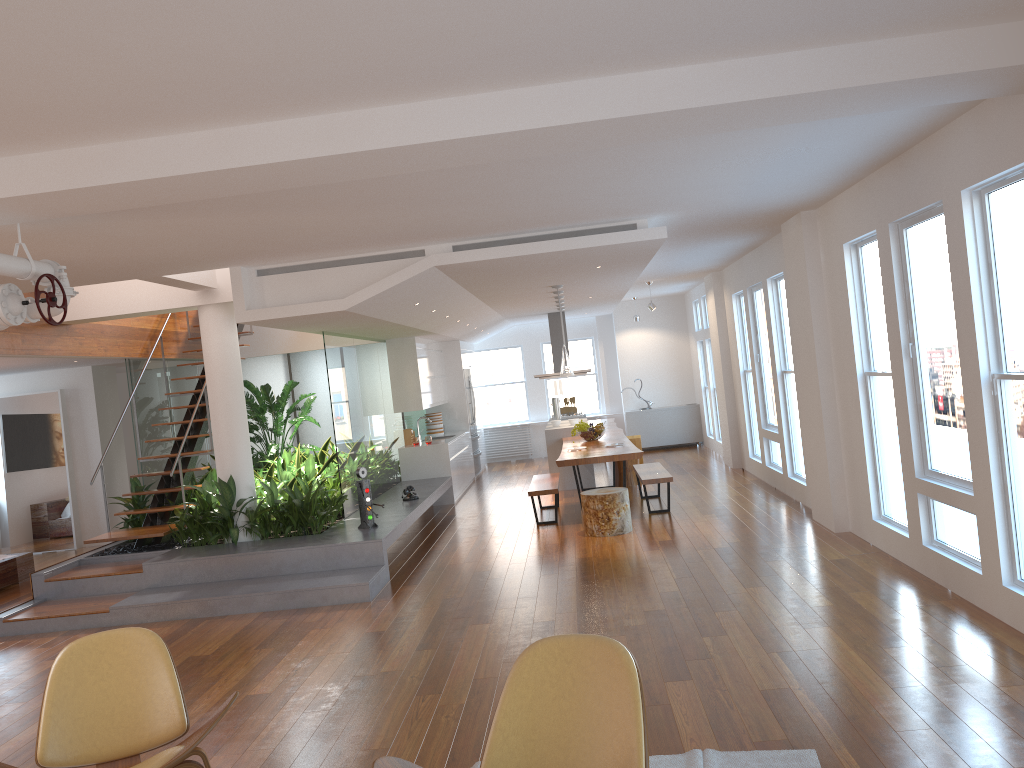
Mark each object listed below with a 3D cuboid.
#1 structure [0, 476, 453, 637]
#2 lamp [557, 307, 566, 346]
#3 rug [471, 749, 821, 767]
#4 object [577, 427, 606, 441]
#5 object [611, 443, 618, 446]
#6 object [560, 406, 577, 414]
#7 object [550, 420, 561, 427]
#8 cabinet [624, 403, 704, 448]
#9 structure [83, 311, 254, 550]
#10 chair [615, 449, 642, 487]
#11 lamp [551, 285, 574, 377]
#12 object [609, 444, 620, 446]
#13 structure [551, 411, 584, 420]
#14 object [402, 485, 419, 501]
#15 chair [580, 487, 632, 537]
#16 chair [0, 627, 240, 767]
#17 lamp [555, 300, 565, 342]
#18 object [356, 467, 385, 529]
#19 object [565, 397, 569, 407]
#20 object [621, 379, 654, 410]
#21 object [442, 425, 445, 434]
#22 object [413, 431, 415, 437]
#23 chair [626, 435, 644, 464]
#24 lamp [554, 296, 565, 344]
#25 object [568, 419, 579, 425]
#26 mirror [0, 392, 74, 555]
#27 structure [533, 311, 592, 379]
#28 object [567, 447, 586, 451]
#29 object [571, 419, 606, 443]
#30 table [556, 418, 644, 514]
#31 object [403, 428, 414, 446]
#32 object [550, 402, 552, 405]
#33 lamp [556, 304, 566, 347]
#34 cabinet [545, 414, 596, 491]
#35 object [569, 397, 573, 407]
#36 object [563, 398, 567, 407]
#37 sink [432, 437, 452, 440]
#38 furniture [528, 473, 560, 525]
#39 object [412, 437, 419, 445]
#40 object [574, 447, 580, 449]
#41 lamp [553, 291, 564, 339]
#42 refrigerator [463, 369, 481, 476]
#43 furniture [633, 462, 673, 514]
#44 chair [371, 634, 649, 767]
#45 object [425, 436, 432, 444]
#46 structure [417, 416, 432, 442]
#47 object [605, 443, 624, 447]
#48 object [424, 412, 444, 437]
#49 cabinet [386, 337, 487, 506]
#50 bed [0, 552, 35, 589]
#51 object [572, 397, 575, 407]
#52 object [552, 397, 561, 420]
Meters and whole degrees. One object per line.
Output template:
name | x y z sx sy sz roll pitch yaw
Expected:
structure | -2.452 1.624 9.744 3.088 0.386 5.584 -6 1 4
lamp | 0.785 -0.678 13.237 0.160 1.060 0.160 -6 1 31
rug | -0.772 1.672 2.089 3.525 0.057 3.478 -6 1 8
object | 0.982 0.625 10.911 0.360 0.159 0.360 -7 1 -33
object | 1.142 0.676 9.876 0.070 0.030 0.079 -7 1 -43
object | 0.904 0.455 14.700 0.353 0.157 0.084 -6 1 4
object | 0.615 0.552 12.395 0.152 0.082 0.152 -6 1 43
cabinet | 2.711 0.785 15.874 1.309 0.725 0.420 -6 1 4
structure | -2.850 -0.437 10.397 2.552 4.265 4.591 -6 1 4
chair | 1.522 1.112 11.774 0.396 0.455 0.402 -6 1 -6
lamp | 0.542 -0.611 9.631 0.160 1.060 0.160 -6 1 31
object | 1.143 0.687 9.877 0.124 0.011 0.124 -7 1 -14
structure | 0.892 0.506 14.255 0.520 0.073 0.650 -6 1 4
object | -1.147 1.206 9.824 0.216 0.155 0.181 -7 1 -31
chair | 0.915 1.236 8.594 0.460 0.400 0.460 -6 1 14
chair | -1.452 1.399 3.359 0.856 0.752 0.867 -6 1 9
lamp | 0.688 -0.651 11.795 0.160 1.060 0.160 -6 1 31
object | -1.301 1.039 8.111 0.318 0.565 0.134 -6 1 40
object | 0.929 0.373 14.687 0.057 0.299 0.019 -6 1 4
object | 2.255 0.187 15.849 0.590 0.563 0.210 -7 1 -25
object | -1.192 0.707 14.005 0.284 0.196 0.265 -7 1 -44
object | -1.401 0.755 12.580 0.100 0.170 0.173 -6 1 6
chair | 1.876 1.054 13.969 0.344 0.430 0.549 -6 1 8
lamp | 0.640 -0.637 11.074 0.160 1.060 0.160 -6 1 31
object | 0.854 0.527 12.254 0.152 0.082 0.152 -7 1 -35
mirror | -6.409 1.185 11.543 1.267 2.044 0.049 -6 1 4
structure | 0.745 -0.816 14.213 0.909 1.405 0.900 -6 1 4
object | 0.728 0.728 9.953 0.222 0.020 0.222 -6 1 44
object | 0.951 0.565 10.927 0.394 0.284 0.292 -7 1 -32
table | 1.124 1.024 11.927 0.893 0.704 5.996 -6 1 4
object | -1.434 0.736 12.333 0.104 0.222 0.200 -6 1 4
object | 0.743 0.411 14.718 0.199 0.259 0.016 -6 1 14
lamp | 0.737 -0.664 12.516 0.160 1.060 0.160 -6 1 31
cabinet | 0.879 0.971 13.343 0.597 0.832 2.936 -6 1 4
object | 0.992 0.367 14.685 0.068 0.298 0.039 -6 1 4
object | 0.896 0.377 14.709 0.061 0.299 0.040 -6 1 2
sink | -1.064 0.915 13.030 0.449 0.192 0.666 -6 1 4
furniture | 0.392 1.289 9.972 0.316 0.389 1.433 -6 1 4
object | -1.306 0.779 12.054 0.094 0.106 0.094 -6 1 10
object | 0.727 0.722 9.953 0.070 0.030 0.079 -7 1 -33
lamp | 0.591 -0.624 10.352 0.160 1.060 0.160 -6 1 31
refrigerator | -0.937 0.662 14.796 0.725 1.772 0.908 -6 1 4
furniture | 1.574 1.157 9.890 0.316 0.389 1.433 -6 1 4
chair | 0.137 1.230 2.530 0.867 0.752 0.856 -7 1 -36
object | -1.129 0.760 11.995 0.094 0.106 0.094 -6 1 10
structure | -1.277 0.740 13.069 0.248 0.536 0.115 -6 1 4
object | 1.142 0.682 9.877 0.222 0.020 0.222 -6 1 -4
object | -1.194 0.629 13.617 0.267 0.356 0.266 -6 1 30
cabinet | -1.065 0.468 14.057 0.676 2.280 4.565 -6 1 4
bed | -6.443 1.965 8.640 2.314 0.595 2.207 -6 1 4
object | 1.030 0.363 14.700 0.057 0.294 0.030 -6 1 4
object | 0.704 0.389 13.806 0.172 0.356 0.120 -7 1 -38
